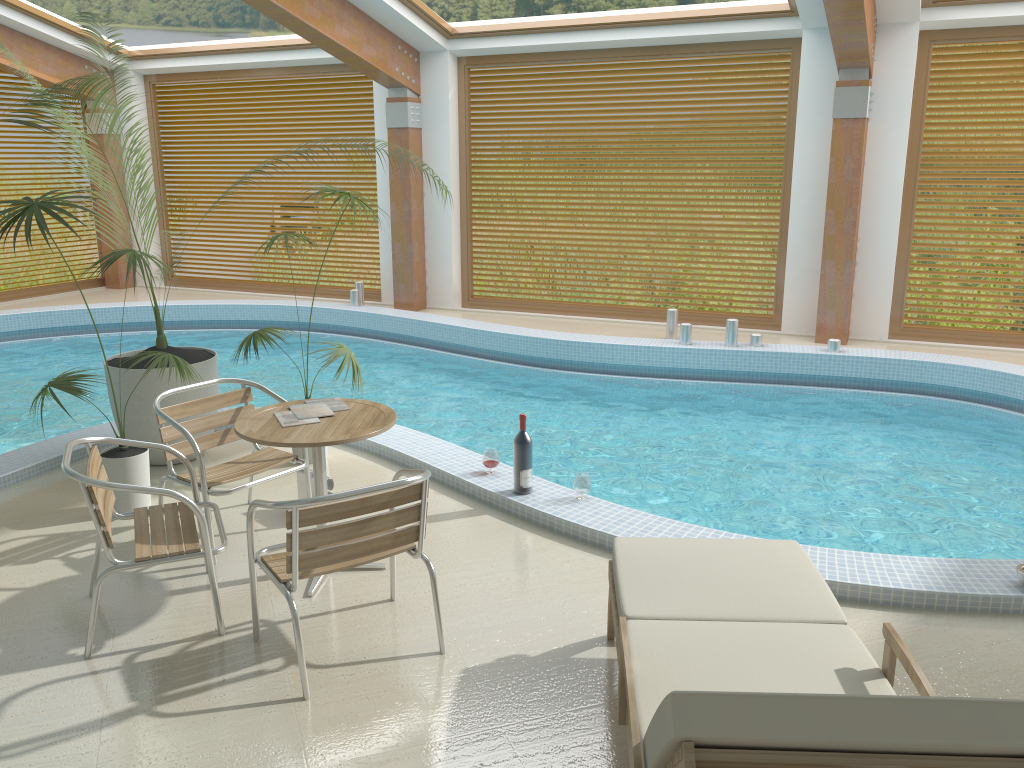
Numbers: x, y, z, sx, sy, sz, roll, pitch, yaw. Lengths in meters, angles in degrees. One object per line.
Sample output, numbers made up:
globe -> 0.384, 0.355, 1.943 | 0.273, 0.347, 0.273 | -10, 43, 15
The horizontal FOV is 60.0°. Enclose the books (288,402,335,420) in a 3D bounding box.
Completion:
books -> -0.910, 0.120, 4.023 | 0.166, 0.004, 0.241 | -6, 16, -23

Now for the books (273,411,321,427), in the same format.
books -> -0.954, 0.148, 3.931 | 0.166, 0.004, 0.241 | -6, 16, -23

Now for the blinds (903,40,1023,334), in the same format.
blinds -> 5.969, -1.748, 8.224 | 4.414, 2.921, 0.095 | 6, 16, 24

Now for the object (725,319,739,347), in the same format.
object -> 2.106, -0.491, 8.497 | 0.115, 0.254, 0.115 | -7, 16, -24

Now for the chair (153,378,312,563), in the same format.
chair -> -1.392, 0.390, 4.415 | 0.563, 0.727, 0.618 | 10, 18, 36

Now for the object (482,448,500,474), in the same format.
object -> -0.121, 0.443, 5.091 | 0.102, 0.137, 0.102 | 9, 17, 32

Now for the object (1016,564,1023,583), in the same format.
object -> 2.191, 0.816, 3.721 | 0.140, 0.069, 0.140 | -2, 14, -6

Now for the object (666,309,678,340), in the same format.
object -> 1.656, -0.613, 9.177 | 0.115, 0.320, 0.115 | -4, 15, -16

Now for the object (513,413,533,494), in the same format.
object -> 0.058, 0.371, 4.759 | 0.109, 0.435, 0.109 | -8, 16, -29

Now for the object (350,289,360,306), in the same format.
object -> -1.938, -1.068, 10.936 | 0.115, 0.204, 0.115 | -7, 16, -24

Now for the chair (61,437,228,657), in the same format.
chair -> -1.475, 0.592, 3.620 | 0.563, 0.727, 0.618 | -6, 15, -22

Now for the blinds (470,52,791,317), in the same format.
blinds -> 1.257, -2.265, 10.333 | 4.200, 2.921, 0.095 | 6, 16, 24

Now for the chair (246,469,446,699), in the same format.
chair -> -0.637, 0.651, 3.375 | 0.618, 0.727, 0.563 | -9, 17, -32

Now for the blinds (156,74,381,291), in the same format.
blinds -> -3.314, -2.765, 12.379 | 4.200, 2.921, 0.095 | 6, 16, 24

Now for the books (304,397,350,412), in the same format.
books -> -0.861, 0.098, 4.127 | 0.166, 0.004, 0.241 | -6, 16, -23

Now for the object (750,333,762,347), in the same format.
object -> 2.346, -0.423, 8.526 | 0.115, 0.107, 0.115 | -4, 15, -16

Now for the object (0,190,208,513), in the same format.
object -> -2.082, -0.125, 4.519 | 1.059, 1.695, 0.791 | -8, 16, -29

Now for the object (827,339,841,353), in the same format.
object -> 2.998, -0.358, 8.258 | 0.115, 0.107, 0.115 | -4, 15, -16

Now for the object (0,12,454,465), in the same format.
object -> -1.996, -0.967, 5.245 | 2.729, 2.960, 2.979 | 12, 19, 40

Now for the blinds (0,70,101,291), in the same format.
blinds -> -7.240, -3.028, 11.198 | 0.099, 4.025, 4.500 | 6, 16, 24

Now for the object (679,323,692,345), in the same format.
object -> 1.685, -0.486, 8.606 | 0.115, 0.194, 0.115 | -7, 16, -24

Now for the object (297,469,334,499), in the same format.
object -> -1.038, 0.573, 4.740 | 0.272, 0.223, 0.081 | 13, 20, 43

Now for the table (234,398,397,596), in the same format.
table -> -0.862, 0.502, 4.009 | 0.700, 0.720, 0.700 | 13, 19, 42

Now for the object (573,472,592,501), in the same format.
object -> 0.372, 0.542, 4.693 | 0.102, 0.137, 0.102 | 9, 17, 32

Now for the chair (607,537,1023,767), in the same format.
chair -> 0.682, 0.811, 2.468 | 0.861, 0.866, 1.903 | 1, 14, 3

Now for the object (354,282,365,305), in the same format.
object -> -1.943, -1.140, 11.312 | 0.115, 0.320, 0.115 | -4, 15, -16

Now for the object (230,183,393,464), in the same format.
object -> -1.210, -0.364, 5.448 | 1.059, 1.695, 0.791 | 3, 15, 12
